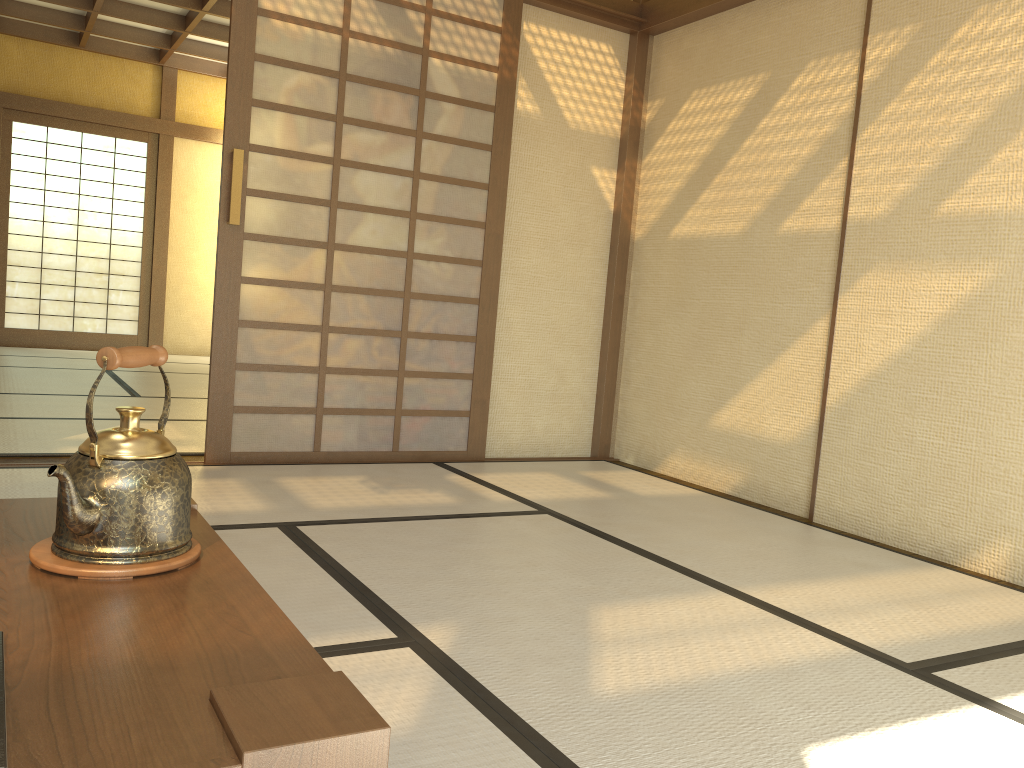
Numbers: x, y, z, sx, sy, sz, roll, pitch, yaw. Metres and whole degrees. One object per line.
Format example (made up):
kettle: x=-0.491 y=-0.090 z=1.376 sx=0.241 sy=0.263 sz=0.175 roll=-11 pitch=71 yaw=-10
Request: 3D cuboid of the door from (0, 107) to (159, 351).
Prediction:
door: x=-4.922 y=-1.470 z=8.345 sx=2.890 sy=2.230 sz=0.140 roll=2 pitch=5 yaw=-31

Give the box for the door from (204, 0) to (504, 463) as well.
door: x=-0.662 y=-0.775 z=3.925 sx=1.230 sy=2.265 sz=0.076 roll=2 pitch=5 yaw=-31

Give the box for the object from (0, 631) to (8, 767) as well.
object: x=-0.633 y=0.273 z=0.705 sx=0.400 sy=0.007 sz=0.300 roll=2 pitch=5 yaw=-31

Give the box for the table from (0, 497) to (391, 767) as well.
table: x=-0.804 y=0.407 z=0.978 sx=1.000 sy=0.350 sz=1.000 roll=2 pitch=5 yaw=-31

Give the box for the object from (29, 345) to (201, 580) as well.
object: x=-0.537 y=0.094 z=1.227 sx=0.219 sy=0.296 sz=0.226 roll=2 pitch=6 yaw=-36
